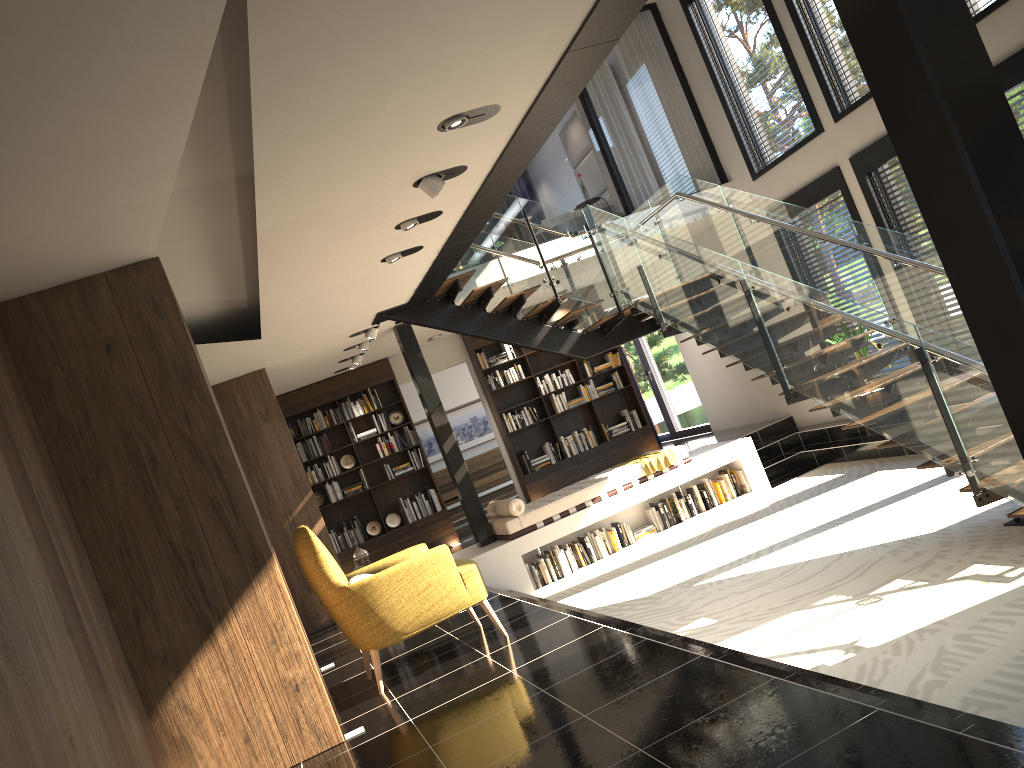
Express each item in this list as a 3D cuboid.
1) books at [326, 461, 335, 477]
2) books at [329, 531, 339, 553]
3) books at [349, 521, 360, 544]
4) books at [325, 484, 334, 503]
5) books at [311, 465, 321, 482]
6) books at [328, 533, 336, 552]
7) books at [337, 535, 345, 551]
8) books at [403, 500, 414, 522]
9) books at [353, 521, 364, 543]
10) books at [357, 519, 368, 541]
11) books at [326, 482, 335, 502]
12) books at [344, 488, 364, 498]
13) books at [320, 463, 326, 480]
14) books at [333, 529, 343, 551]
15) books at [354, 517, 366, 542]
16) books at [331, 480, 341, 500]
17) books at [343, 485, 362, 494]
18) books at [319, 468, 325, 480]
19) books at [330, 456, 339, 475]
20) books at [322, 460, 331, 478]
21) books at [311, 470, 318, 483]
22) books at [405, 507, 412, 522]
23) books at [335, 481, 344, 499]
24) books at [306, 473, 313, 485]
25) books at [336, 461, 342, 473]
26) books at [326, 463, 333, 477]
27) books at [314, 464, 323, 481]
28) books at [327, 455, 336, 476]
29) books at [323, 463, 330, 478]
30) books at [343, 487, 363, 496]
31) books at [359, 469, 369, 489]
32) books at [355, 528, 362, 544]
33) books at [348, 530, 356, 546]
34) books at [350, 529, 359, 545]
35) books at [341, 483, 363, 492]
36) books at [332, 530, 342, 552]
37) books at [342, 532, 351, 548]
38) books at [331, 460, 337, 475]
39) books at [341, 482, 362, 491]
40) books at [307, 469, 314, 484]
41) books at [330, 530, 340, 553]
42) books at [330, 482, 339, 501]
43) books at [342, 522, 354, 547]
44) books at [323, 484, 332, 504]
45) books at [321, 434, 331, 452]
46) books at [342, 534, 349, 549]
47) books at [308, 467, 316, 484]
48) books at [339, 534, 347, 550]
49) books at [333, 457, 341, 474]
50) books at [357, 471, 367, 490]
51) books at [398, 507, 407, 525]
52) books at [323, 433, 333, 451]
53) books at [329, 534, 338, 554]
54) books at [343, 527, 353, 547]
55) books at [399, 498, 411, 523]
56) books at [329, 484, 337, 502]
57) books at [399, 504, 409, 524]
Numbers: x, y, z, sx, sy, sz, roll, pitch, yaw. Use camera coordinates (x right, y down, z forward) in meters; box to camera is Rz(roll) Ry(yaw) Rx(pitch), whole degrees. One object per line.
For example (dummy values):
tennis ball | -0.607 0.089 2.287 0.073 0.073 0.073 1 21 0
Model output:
books | -2.395 1.124 11.710 0.027 0.214 0.159 -21 -2 -17
books | -2.321 2.059 11.570 0.016 0.304 0.218 -21 -2 -17
books | -2.071 1.955 11.654 0.016 0.322 0.219 -21 -2 -17
books | -2.396 1.438 11.620 0.026 0.257 0.193 -21 -2 -17
books | -2.574 1.181 11.648 0.036 0.235 0.170 -21 -2 -17
books | -2.364 2.088 11.581 0.030 0.282 0.170 -21 -2 -17
books | -2.245 2.082 11.632 0.035 0.212 0.159 -21 -2 -17
books | -1.391 1.701 11.893 0.019 0.317 0.122 -21 -2 -17
books | -2.020 1.945 11.670 0.027 0.304 0.205 -21 -2 -17
books | -1.974 1.922 11.685 0.042 0.315 0.193 -21 -2 -17
books | -2.382 1.424 11.637 0.018 0.275 0.144 -21 -2 -17
books | -2.095 1.446 11.733 0.262 0.032 0.155 -21 -3 -15
books | -2.484 1.157 11.676 0.053 0.216 0.151 -21 -2 -17
books | -2.281 2.045 11.605 0.020 0.304 0.189 -21 -2 -17
books | -2.003 1.910 11.655 0.019 0.356 0.235 -21 -2 -17
books | -2.313 1.397 11.672 0.032 0.279 0.133 -21 -2 -17
books | -2.115 1.397 11.737 0.243 0.033 0.143 -21 -3 -21
books | -2.509 1.192 11.656 0.026 0.167 0.173 -21 -2 -17
books | -2.344 1.079 11.709 0.021 0.260 0.197 -21 -2 -17
books | -2.441 1.125 11.685 0.020 0.243 0.154 -21 -2 -17
books | -2.592 1.216 11.623 0.035 0.180 0.165 -21 -2 -17
books | -1.396 1.757 11.884 0.034 0.215 0.105 -21 -2 -17
books | -2.285 1.401 11.698 0.030 0.253 0.138 -21 -2 -17
books | -2.659 1.248 11.615 0.037 0.169 0.149 -21 -2 -17
books | -2.295 1.104 11.730 0.015 0.181 0.136 -21 -2 -17
books | -2.408 1.139 11.679 0.025 0.193 0.172 -21 -2 -17
books | -2.541 1.166 11.638 0.026 0.237 0.164 -21 -2 -17
books | -2.381 1.080 11.695 0.018 0.284 0.198 -21 -2 -17
books | -2.443 1.145 11.653 0.016 0.205 0.205 -21 -2 -17
books | -2.105 1.422 11.736 0.266 0.021 0.152 -21 -3 -19
books | -1.964 1.260 11.770 0.018 0.286 0.157 -21 -2 -17
books | -2.034 2.003 11.678 0.033 0.208 0.192 -21 -2 -17
books | -2.113 2.025 11.654 0.034 0.223 0.209 -21 -2 -17
books | -2.082 2.013 11.663 0.036 0.222 0.174 -21 -2 -17
books | -2.122 1.372 11.726 0.293 0.016 0.175 -21 -3 -19
books | -2.299 2.054 11.605 0.018 0.301 0.196 -21 -2 -17
books | -2.167 2.045 11.626 0.026 0.222 0.209 -21 -2 -17
books | -2.355 1.111 11.713 0.018 0.210 0.157 -21 -2 -17
books | -2.125 1.357 11.719 0.292 0.013 0.187 -21 -3 -15
books | -2.647 1.224 11.644 0.018 0.208 0.126 -21 -2 -17
books | -2.306 2.052 11.568 0.015 0.306 0.223 -21 -2 -17
books | -2.338 1.414 11.671 0.024 0.265 0.148 -21 -2 -17
books | -2.147 1.973 11.612 0.016 0.341 0.217 -21 -2 -17
books | -2.427 1.449 11.648 0.020 0.264 0.152 -21 -2 -17
books | -2.463 0.787 11.735 0.025 0.263 0.147 -21 -2 -17
books | -2.191 2.063 11.627 0.029 0.206 0.167 -21 -2 -17
books | -2.633 1.203 11.643 0.019 0.236 0.139 -21 -2 -17
books | -2.209 2.063 11.595 0.021 0.217 0.221 -21 -2 -17
books | -2.327 1.082 11.735 0.023 0.244 0.133 -21 -2 -17
books | -1.989 1.284 11.786 0.032 0.261 0.157 -21 -2 -17
books | -1.464 1.768 11.870 0.023 0.244 0.135 -21 -2 -17
books | -2.437 0.776 11.744 0.035 0.266 0.133 -21 -2 -17
books | -2.330 2.081 11.559 0.022 0.269 0.216 -21 -2 -17
books | -2.155 2.008 11.622 0.017 0.282 0.233 -21 -2 -17
books | -1.433 1.692 11.837 0.017 0.359 0.190 -21 -2 -17
books | -2.360 1.434 11.668 0.031 0.245 0.120 -21 -2 -17
books | -1.448 1.743 11.870 0.024 0.278 0.135 -21 -2 -17
